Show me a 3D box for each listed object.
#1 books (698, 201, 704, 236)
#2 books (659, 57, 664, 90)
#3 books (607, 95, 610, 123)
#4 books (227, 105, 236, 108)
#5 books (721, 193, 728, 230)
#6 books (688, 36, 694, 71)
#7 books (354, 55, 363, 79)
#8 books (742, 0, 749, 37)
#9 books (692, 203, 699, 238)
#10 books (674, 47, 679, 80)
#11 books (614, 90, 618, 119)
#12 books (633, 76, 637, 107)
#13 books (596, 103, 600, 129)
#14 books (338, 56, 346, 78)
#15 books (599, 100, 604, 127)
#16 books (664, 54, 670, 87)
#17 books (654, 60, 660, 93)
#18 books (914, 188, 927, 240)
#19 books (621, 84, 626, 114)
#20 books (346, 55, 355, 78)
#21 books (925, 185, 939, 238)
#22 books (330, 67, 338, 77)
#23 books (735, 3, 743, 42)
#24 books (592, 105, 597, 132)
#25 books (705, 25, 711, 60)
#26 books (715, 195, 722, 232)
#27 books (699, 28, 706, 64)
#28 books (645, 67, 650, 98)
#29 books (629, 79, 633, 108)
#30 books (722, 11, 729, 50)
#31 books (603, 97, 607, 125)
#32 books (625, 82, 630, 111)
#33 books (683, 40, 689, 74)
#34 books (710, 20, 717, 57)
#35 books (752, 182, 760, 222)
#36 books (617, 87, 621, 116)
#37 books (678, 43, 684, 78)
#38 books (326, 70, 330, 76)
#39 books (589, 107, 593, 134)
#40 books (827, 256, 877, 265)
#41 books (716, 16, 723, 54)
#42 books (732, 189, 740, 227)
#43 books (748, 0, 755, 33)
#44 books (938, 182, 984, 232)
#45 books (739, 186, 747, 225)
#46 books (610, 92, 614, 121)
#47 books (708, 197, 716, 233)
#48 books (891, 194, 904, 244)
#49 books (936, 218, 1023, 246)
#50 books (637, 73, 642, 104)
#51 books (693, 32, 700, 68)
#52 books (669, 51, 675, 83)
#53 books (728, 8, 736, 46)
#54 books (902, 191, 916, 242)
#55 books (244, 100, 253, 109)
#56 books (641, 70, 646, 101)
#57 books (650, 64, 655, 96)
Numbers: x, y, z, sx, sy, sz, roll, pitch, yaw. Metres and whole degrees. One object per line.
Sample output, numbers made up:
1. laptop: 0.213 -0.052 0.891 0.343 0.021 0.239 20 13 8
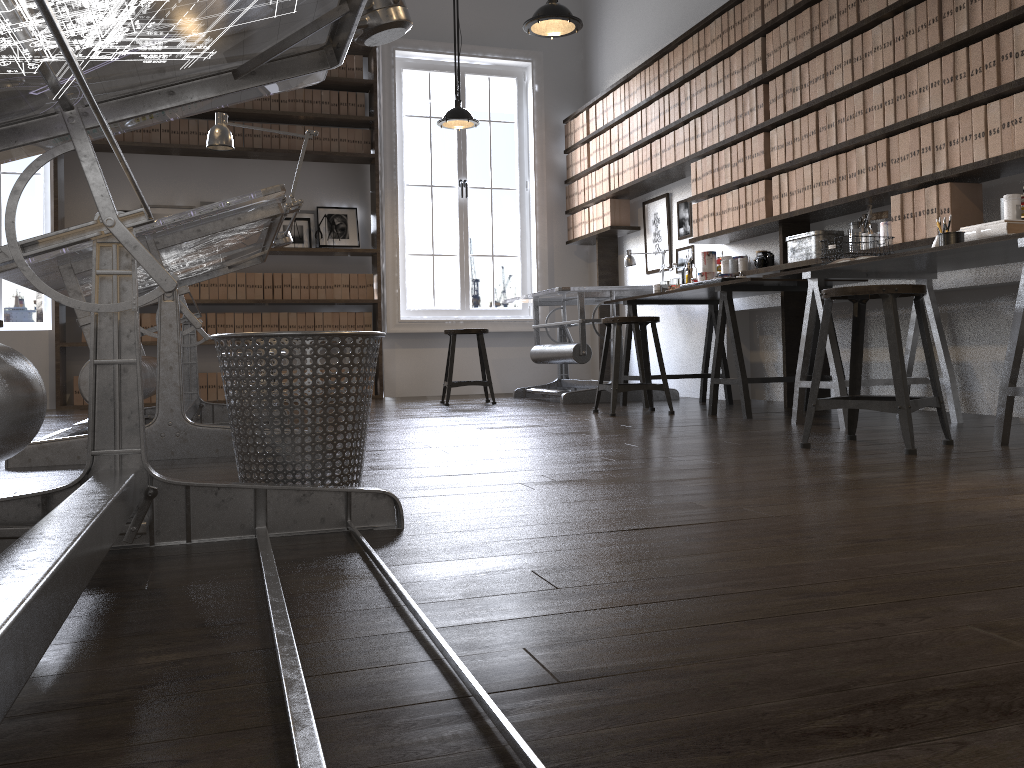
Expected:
1. books: 1.302 -1.067 5.742 0.174 0.226 0.066 -1 -1 -18
2. books: 1.131 -2.171 6.226 0.174 0.226 0.066 -1 -1 -18
3. books: 0.853 -2.191 7.084 0.174 0.226 0.066 -1 -1 -18
4. books: -2.302 -2.330 7.271 0.067 0.226 0.174 -1 0 -18
5. books: 1.389 -1.061 5.481 0.174 0.226 0.066 -1 -1 -18
6. books: 1.254 -2.162 5.835 0.174 0.226 0.066 -1 -1 -18
7. books: -1.323 -2.681 7.596 0.067 0.226 0.174 -1 0 -18
8. books: 1.453 -2.148 5.233 0.174 0.226 0.066 -1 -1 -18
9. books: 1.277 -1.068 5.804 0.174 0.226 0.067 -1 -1 -18
10. books: 1.196 -2.166 6.024 0.174 0.226 0.066 -1 -1 -18
11. books: 0.893 -2.188 6.956 0.174 0.226 0.066 -1 -1 -18
12. books: 0.998 -2.180 6.627 0.174 0.226 0.066 -1 -1 -18
13. books: 0.788 -2.195 7.287 0.174 0.226 0.066 -1 -1 -18
14. books: -1.459 -2.676 7.556 0.067 0.226 0.174 -1 0 -18
15. books: 0.806 -2.194 7.218 0.174 0.226 0.066 -1 -1 -18
16. books: 1.149 -2.169 6.157 0.174 0.226 0.066 -1 -1 -18
17. books: 1.103 -2.173 6.296 0.174 0.226 0.067 -1 -1 -18
18. books: 1.888 -0.752 3.946 0.174 0.226 0.066 -1 -1 -18
19. books: 0.932 -2.185 6.826 0.174 0.226 0.067 -1 -1 -18
20. books: -1.392 -2.678 7.578 0.067 0.226 0.174 -1 0 -18
21. books: 1.906 -0.750 3.877 0.174 0.226 0.066 -1 -1 -18
22. books: -1.522 -2.674 7.529 0.067 0.226 0.174 -1 0 -18
23. books: 1.429 -2.150 5.298 0.174 0.226 0.066 -1 -1 -18
24. books: 0.760 -2.197 7.356 0.174 0.226 0.067 -1 -1 -18
25. books: 1.323 -2.158 5.634 0.174 0.226 0.066 -1 -1 -18
26. books: 1.366 -1.062 5.547 0.174 0.226 0.066 -1 -1 -18
27. books: 1.300 -2.159 5.700 0.174 0.226 0.066 -1 -1 -18
28. books: 1.063 -2.176 6.430 0.174 0.226 0.066 -1 -1 -18
29. books: 0.980 -2.182 6.695 0.174 0.226 0.066 -1 -1 -18
30. books: 1.382 -2.153 5.428 0.174 0.226 0.067 -1 -1 -18
31. books: 0.832 -2.192 7.151 0.174 0.226 0.066 -1 -1 -18
32. books: 0.957 -2.183 6.761 0.174 0.226 0.066 -1 -1 -18
33. books: 1.236 -2.164 5.896 0.174 0.226 0.066 -1 -1 -18
34. books: 1.341 -2.156 5.567 0.174 0.226 0.066 -1 -1 -18
35. books: 1.494 -1.053 5.154 0.174 0.226 0.066 -1 -1 -18
36. books: 0.911 -2.186 6.896 0.174 0.226 0.066 -1 -1 -18
37. books: 1.211 -2.165 5.958 0.174 0.226 0.067 -1 -1 -18
38. books: -1.587 -2.672 7.513 0.067 0.226 0.174 -1 0 -18
39. books: 0.743 -2.198 7.428 0.174 0.226 0.066 -1 -1 -18
40. books: 1.481 -0.498 3.588 0.256 0.029 0.354 -2 2 -18
41. books: 1.360 -2.154 5.497 0.174 0.226 0.066 -1 -1 -18
42. books: 1.426 -1.058 5.343 0.174 0.226 0.066 -1 -1 -18
43. books: 1.470 -2.147 5.165 0.174 0.226 0.066 -1 -1 -18
44. books: 1.932 -0.749 3.811 0.174 0.226 0.066 -1 -1 -18
45. books: 1.448 -1.056 5.275 0.174 0.226 0.067 -1 -1 -18
46. books: 0.868 -2.189 7.018 0.174 0.226 0.067 -1 -1 -18
47. books: 1.340 -1.064 5.612 0.174 0.226 0.067 -1 -1 -18
48. books: 1.840 -0.755 4.076 0.174 0.226 0.067 -1 -1 -18
49. books: 1.771 -0.550 3.267 0.385 0.148 0.294 -2 1 -18
50. books: 1.017 -2.178 6.557 0.174 0.226 0.066 -1 -1 -18
51. books: 1.274 -2.160 5.766 0.174 0.226 0.067 -1 -1 -18
52. books: 1.174 -2.168 6.091 0.174 0.226 0.066 -1 -1 -18
53. books: 1.406 -2.151 5.369 0.174 0.226 0.066 -1 -1 -18
54. books: 1.866 -0.753 4.013 0.174 0.226 0.066 -1 -1 -18
55. books: -2.178 -2.334 7.308 0.067 0.226 0.174 -1 0 -18
56. books: 1.039 -2.177 6.488 0.174 0.226 0.067 -1 -1 -18
57. books: 1.085 -2.174 6.368 0.174 0.226 0.066 -1 -1 -18
